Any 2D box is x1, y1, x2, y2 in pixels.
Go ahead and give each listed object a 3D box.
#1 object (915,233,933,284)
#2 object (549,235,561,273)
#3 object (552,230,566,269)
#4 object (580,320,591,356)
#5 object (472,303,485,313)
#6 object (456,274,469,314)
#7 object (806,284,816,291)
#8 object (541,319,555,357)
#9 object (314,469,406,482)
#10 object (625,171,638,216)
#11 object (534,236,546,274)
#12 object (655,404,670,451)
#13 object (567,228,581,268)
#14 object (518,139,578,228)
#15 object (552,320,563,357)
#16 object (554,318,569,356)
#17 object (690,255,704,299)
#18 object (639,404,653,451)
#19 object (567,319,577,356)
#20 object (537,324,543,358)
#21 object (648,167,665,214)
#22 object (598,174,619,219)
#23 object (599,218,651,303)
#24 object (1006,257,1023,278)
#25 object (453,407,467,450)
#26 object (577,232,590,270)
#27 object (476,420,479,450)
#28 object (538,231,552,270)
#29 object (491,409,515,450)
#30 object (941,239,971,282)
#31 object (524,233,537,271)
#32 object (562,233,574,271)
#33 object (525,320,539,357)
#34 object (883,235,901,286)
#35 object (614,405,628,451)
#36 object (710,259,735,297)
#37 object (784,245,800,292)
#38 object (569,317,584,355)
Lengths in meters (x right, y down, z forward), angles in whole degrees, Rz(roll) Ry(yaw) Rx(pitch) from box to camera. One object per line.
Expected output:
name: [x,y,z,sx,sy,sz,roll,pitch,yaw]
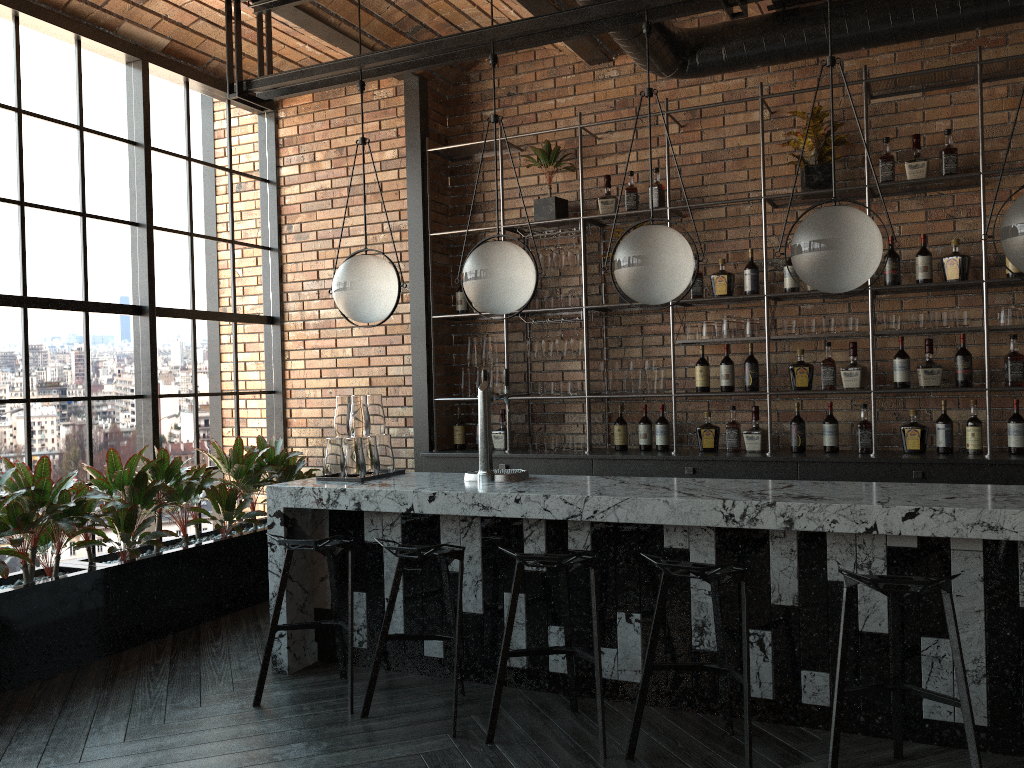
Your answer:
object: [2.314,-0.696,4.982,0.086,0.298,0.086,-2,0,-16]
object: [0.288,-0.879,5.987,0.092,0.244,0.092,-1,0,31]
object: [0.307,-0.879,5.796,0.092,0.244,0.092,-1,0,31]
object: [0.487,-0.311,5.902,0.092,0.244,0.092,-1,0,31]
object: [-0.209,-0.618,6.131,0.123,0.279,0.123,-2,0,14]
object: [-0.351,-0.626,6.248,0.086,0.298,0.086,-2,0,-16]
object: [1.779,-0.670,5.187,0.123,0.279,0.123,-2,0,14]
object: [0.234,-0.304,5.840,0.092,0.244,0.092,-1,0,31]
object: [-0.769,0.466,4.540,0.273,0.019,0.437,-2,0,25]
object: [0.764,-1.220,5.674,0.083,0.282,0.083,-2,0,10]
object: [0.189,-0.876,6.034,0.092,0.244,0.092,-1,0,31]
object: [0.953,0.275,5.617,0.086,0.298,0.086,-2,0,-16]
object: [0.401,-0.881,5.751,0.092,0.244,0.092,-1,0,31]
object: [0.258,-1.342,5.941,0.377,0.554,0.422,-2,0,13]
object: [0.304,-0.306,5.989,0.092,0.244,0.092,-1,0,31]
object: [0.323,-0.306,5.797,0.092,0.244,0.092,-1,0,31]
object: [1.146,-0.656,5.502,0.083,0.282,0.083,-2,0,10]
object: [0.856,0.277,5.689,0.086,0.298,0.086,-2,0,-16]
object: [0.394,-0.308,5.946,0.092,0.244,0.092,-1,0,31]
object: [0.205,-0.303,6.036,0.092,0.244,0.092,-1,0,31]
object: [0.914,-1.224,5.603,0.083,0.282,0.083,-1,0,40]
object: [0.623,-1.214,5.743,0.123,0.279,0.123,-2,0,14]
object: [0.785,-0.767,5.641,0.430,0.526,0.425,-1,0,38]
object: [2.704,-0.704,4.769,0.086,0.299,0.086,-2,0,-16]
object: [-0.367,0.311,6.242,0.086,0.299,0.086,-2,0,-16]
object: [0.472,-0.883,5.900,0.092,0.244,0.092,-1,0,31]
object: [-0.208,0.306,6.132,0.086,0.297,0.086,-2,0,-31]
object: [0.218,-0.876,5.838,0.092,0.244,0.092,-1,0,31]
object: [-0.061,0.312,6.075,0.123,0.279,0.123,-1,0,39]
object: [2.446,-0.672,4.885,0.094,0.248,0.151,-2,0,-36]
object: [0.118,-0.874,5.885,0.092,0.244,0.092,-1,0,31]
object: [0.378,-0.881,5.945,0.092,0.244,0.092,-1,0,31]
object: [0.134,-0.301,5.887,0.092,0.244,0.092,-1,0,31]
object: [2.154,-0.692,5.027,0.086,0.299,0.086,-2,0,-16]
object: [0.703,0.283,5.734,0.086,0.299,0.086,-2,0,-16]
object: [1.291,-0.642,5.433,0.151,0.248,0.094,-1,0,29]
object: [1.660,-0.678,5.266,0.086,0.298,0.086,-2,0,-16]
object: [0.417,-0.308,5.753,0.092,0.244,0.092,-1,0,31]
